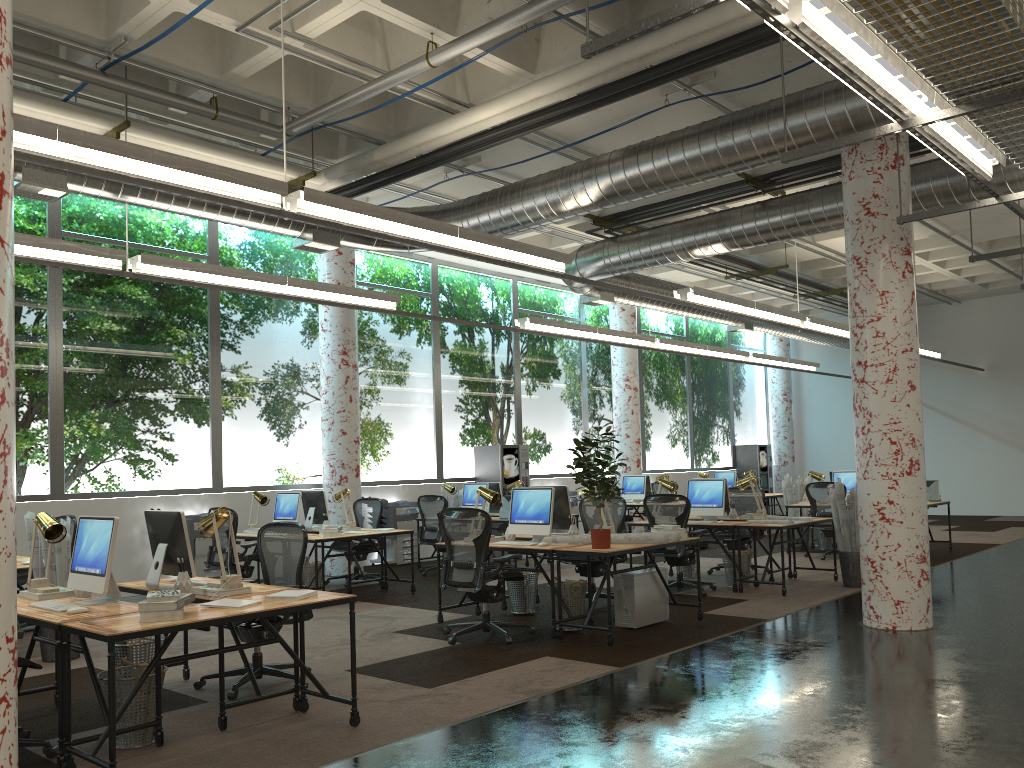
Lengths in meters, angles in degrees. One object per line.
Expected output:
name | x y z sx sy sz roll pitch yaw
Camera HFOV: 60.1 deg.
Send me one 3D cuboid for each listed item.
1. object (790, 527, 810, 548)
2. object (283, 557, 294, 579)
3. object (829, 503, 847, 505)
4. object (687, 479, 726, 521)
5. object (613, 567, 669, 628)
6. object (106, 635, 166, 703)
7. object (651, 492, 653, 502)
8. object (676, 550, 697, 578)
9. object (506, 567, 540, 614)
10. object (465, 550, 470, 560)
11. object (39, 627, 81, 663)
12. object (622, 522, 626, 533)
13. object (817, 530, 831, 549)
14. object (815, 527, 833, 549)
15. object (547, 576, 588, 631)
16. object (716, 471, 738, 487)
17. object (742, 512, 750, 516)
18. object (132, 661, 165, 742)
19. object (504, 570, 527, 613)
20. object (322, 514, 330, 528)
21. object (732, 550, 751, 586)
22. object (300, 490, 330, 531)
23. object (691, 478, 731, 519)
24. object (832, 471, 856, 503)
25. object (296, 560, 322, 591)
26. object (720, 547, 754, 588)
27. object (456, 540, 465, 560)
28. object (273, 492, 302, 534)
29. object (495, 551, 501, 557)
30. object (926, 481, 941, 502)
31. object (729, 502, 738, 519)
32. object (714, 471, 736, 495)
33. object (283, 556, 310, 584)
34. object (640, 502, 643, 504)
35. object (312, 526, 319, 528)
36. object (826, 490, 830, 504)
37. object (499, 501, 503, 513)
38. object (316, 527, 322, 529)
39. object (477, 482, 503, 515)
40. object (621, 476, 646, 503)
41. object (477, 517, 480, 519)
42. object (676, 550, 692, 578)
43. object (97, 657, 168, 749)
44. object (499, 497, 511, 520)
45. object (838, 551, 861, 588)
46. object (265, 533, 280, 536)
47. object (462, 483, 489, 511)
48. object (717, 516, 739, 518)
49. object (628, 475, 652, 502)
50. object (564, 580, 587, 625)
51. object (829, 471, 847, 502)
object | 4.638 2.439 14.304 0.353 0.397 0.354 -2 -4 -3
object | -2.749 2.339 11.012 0.235 0.402 0.120 -5 -4 43
object | 4.821 1.753 12.913 0.440 0.017 0.119 -7 -7 42
object | 2.240 1.340 10.185 0.485 0.484 0.190 -5 -4 42
object | 1.144 1.867 7.784 0.221 0.454 0.542 -4 -5 42
object | -2.420 1.809 5.710 0.359 0.434 0.353 -5 -5 38
object | 2.537 2.015 15.907 0.101 0.209 0.102 -2 -3 -3
object | 2.153 2.163 10.910 0.359 0.434 0.353 -5 -5 38
object | 0.101 1.979 8.542 0.359 0.434 0.353 -5 -5 38
object | -0.654 2.495 13.329 0.235 0.402 0.120 -5 -4 43
object | -3.606 2.007 7.079 0.353 0.397 0.354 -2 -4 -3
object | 2.019 2.693 16.285 0.235 0.402 0.120 -5 -4 43
object | 4.839 2.362 13.740 0.235 0.402 0.120 -5 -4 43
object | 4.896 2.352 13.796 0.359 0.434 0.353 -5 -5 38
object | 0.481 1.877 7.596 0.359 0.434 0.353 -5 -5 38
object | 4.501 2.072 18.593 0.485 0.484 0.190 -5 -4 42
object | 4.691 2.760 17.859 0.235 0.402 0.120 -5 -4 43
object | -1.983 1.724 4.819 0.235 0.402 0.120 -5 -4 43
object | 0.045 1.989 8.486 0.235 0.402 0.120 -5 -4 43
object | -2.232 1.661 10.633 0.101 0.209 0.102 -2 -3 -3
object | 2.590 2.078 10.019 0.235 0.402 0.120 -5 -4 43
object | -2.446 1.556 10.909 0.485 0.484 0.190 -5 -4 42
object | 2.400 1.389 10.752 0.485 0.484 0.190 -5 -4 42
object | 4.982 1.530 13.071 0.485 0.484 0.190 -5 -4 42
object | -2.313 2.227 10.121 0.359 0.434 0.353 -5 -5 38
object | 2.533 2.061 9.964 0.359 0.434 0.353 -5 -5 38
object | -0.855 2.571 13.893 0.353 0.397 0.354 0 -4 -29
object | -2.607 1.506 10.342 0.485 0.484 0.190 -5 -4 42
object | -0.161 2.400 12.493 0.235 0.402 0.120 -5 -4 43
object | 6.152 1.584 13.061 0.281 0.301 0.150 -5 -5 42
object | 2.615 1.494 10.476 0.101 0.209 0.102 -2 -3 -3
object | 4.340 2.022 18.025 0.485 0.484 0.190 -5 -4 42
object | -2.693 2.329 11.067 0.359 0.434 0.353 -5 -5 38
object | 2.239 2.048 15.234 0.059 0.029 0.106 -6 -7 43
object | -2.509 1.819 11.273 0.059 0.029 0.106 -6 -7 43
object | 4.776 1.700 13.336 0.101 0.209 0.102 -2 -3 -3
object | -0.137 1.816 12.950 0.101 0.209 0.102 -2 -3 -3
object | -2.271 1.796 11.047 0.440 0.017 0.119 -7 -7 42
object | -0.351 1.711 13.227 0.485 0.484 0.190 -5 -4 42
object | 2.162 1.861 15.616 0.485 0.484 0.190 -5 -4 42
object | -0.434 1.850 12.277 0.059 0.029 0.106 -6 -7 43
object | 2.097 2.173 10.854 0.235 0.402 0.120 -5 -4 43
object | -2.040 1.707 4.765 0.359 0.434 0.353 -5 -5 38
object | -0.020 1.666 11.900 0.281 0.301 0.150 -5 -5 42
object | 3.779 2.029 9.729 0.353 0.397 0.354 -2 -4 -3
object | -2.768 1.730 10.185 0.440 0.017 0.119 -7 -7 42
object | -0.719 2.048 12.844 1.080 1.206 0.191 -5 -4 42
object | 2.576 1.630 10.890 0.440 0.017 0.119 -7 -7 42
object | 2.322 1.910 16.183 0.485 0.484 0.190 -5 -4 42
object | 0.538 1.894 7.651 0.235 0.402 0.120 -5 -4 43
object | 5.142 1.579 13.638 0.485 0.484 0.190 -5 -4 42
